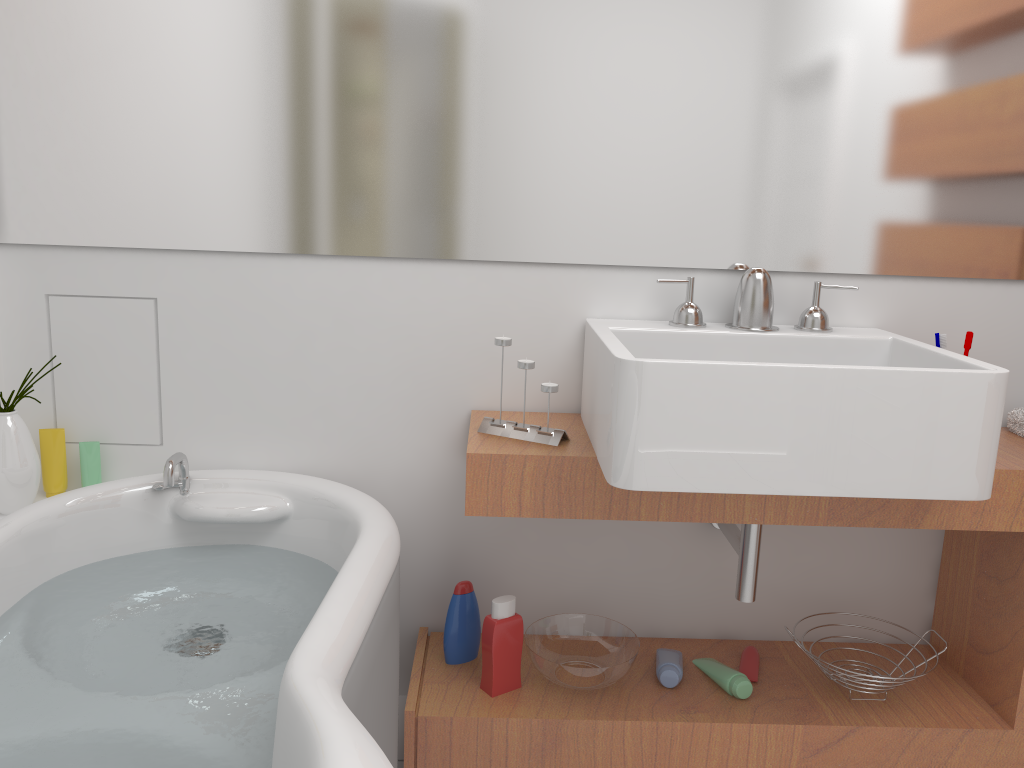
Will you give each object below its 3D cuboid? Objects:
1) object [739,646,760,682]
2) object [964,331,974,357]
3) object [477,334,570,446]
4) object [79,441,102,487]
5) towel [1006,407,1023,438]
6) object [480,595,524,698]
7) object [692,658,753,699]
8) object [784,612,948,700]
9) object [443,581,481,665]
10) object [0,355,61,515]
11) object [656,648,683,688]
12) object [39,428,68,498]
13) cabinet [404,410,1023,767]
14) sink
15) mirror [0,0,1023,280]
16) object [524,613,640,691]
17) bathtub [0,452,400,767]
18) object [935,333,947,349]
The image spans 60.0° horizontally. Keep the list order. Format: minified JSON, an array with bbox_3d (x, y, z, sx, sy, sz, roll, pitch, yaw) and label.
[{"bbox_3d":[0.530,0.627,1.980,0.042,0.037,0.133,6,12,17],"label":"object"},{"bbox_3d":[0.948,0.005,1.873,0.016,0.231,0.052,11,14,37],"label":"object"},{"bbox_3d":[0.026,0.007,1.760,0.182,0.203,0.059,8,13,28],"label":"object"},{"bbox_3d":[-0.937,0.193,1.973,0.038,0.133,0.038,9,13,31],"label":"object"},{"bbox_3d":[1.255,0.165,1.825,0.272,0.140,0.359,2,11,-1],"label":"towel"},{"bbox_3d":[-0.020,0.542,1.841,0.079,0.207,0.046,-6,14,-36],"label":"object"},{"bbox_3d":[0.457,0.622,1.928,0.059,0.052,0.187,-1,12,-17],"label":"object"},{"bbox_3d":[0.750,0.595,1.903,0.291,0.126,0.291,-8,15,-42],"label":"object"},{"bbox_3d":[-0.109,0.524,1.954,0.092,0.190,0.044,-5,14,-34],"label":"object"},{"bbox_3d":[-1.031,0.115,1.846,0.154,0.326,0.215,8,13,29],"label":"object"},{"bbox_3d":[0.349,0.611,1.963,0.059,0.052,0.187,4,11,10],"label":"object"},{"bbox_3d":[-1.017,0.178,1.969,0.047,0.162,0.047,7,12,24],"label":"object"},{"bbox_3d":[0.609,0.469,1.903,1.635,0.719,0.355,2,11,-1],"label":"cabinet"},{"bbox_3d":[0.485,0.122,1.740,0.657,0.673,0.552,2,11,-1],"label":"sink"},{"bbox_3d":[0.179,-0.697,1.850,2.600,0.887,0.022,2,11,-1],"label":"mirror"},{"bbox_3d":[0.148,0.589,1.905,0.245,0.090,0.245,-4,13,-29],"label":"object"},{"bbox_3d":[-0.609,0.604,1.155,1.055,0.674,1.863,2,11,-1],"label":"bathtub"},{"bbox_3d":[0.909,0.009,1.857,0.070,0.228,0.016,7,12,23],"label":"object"}]
